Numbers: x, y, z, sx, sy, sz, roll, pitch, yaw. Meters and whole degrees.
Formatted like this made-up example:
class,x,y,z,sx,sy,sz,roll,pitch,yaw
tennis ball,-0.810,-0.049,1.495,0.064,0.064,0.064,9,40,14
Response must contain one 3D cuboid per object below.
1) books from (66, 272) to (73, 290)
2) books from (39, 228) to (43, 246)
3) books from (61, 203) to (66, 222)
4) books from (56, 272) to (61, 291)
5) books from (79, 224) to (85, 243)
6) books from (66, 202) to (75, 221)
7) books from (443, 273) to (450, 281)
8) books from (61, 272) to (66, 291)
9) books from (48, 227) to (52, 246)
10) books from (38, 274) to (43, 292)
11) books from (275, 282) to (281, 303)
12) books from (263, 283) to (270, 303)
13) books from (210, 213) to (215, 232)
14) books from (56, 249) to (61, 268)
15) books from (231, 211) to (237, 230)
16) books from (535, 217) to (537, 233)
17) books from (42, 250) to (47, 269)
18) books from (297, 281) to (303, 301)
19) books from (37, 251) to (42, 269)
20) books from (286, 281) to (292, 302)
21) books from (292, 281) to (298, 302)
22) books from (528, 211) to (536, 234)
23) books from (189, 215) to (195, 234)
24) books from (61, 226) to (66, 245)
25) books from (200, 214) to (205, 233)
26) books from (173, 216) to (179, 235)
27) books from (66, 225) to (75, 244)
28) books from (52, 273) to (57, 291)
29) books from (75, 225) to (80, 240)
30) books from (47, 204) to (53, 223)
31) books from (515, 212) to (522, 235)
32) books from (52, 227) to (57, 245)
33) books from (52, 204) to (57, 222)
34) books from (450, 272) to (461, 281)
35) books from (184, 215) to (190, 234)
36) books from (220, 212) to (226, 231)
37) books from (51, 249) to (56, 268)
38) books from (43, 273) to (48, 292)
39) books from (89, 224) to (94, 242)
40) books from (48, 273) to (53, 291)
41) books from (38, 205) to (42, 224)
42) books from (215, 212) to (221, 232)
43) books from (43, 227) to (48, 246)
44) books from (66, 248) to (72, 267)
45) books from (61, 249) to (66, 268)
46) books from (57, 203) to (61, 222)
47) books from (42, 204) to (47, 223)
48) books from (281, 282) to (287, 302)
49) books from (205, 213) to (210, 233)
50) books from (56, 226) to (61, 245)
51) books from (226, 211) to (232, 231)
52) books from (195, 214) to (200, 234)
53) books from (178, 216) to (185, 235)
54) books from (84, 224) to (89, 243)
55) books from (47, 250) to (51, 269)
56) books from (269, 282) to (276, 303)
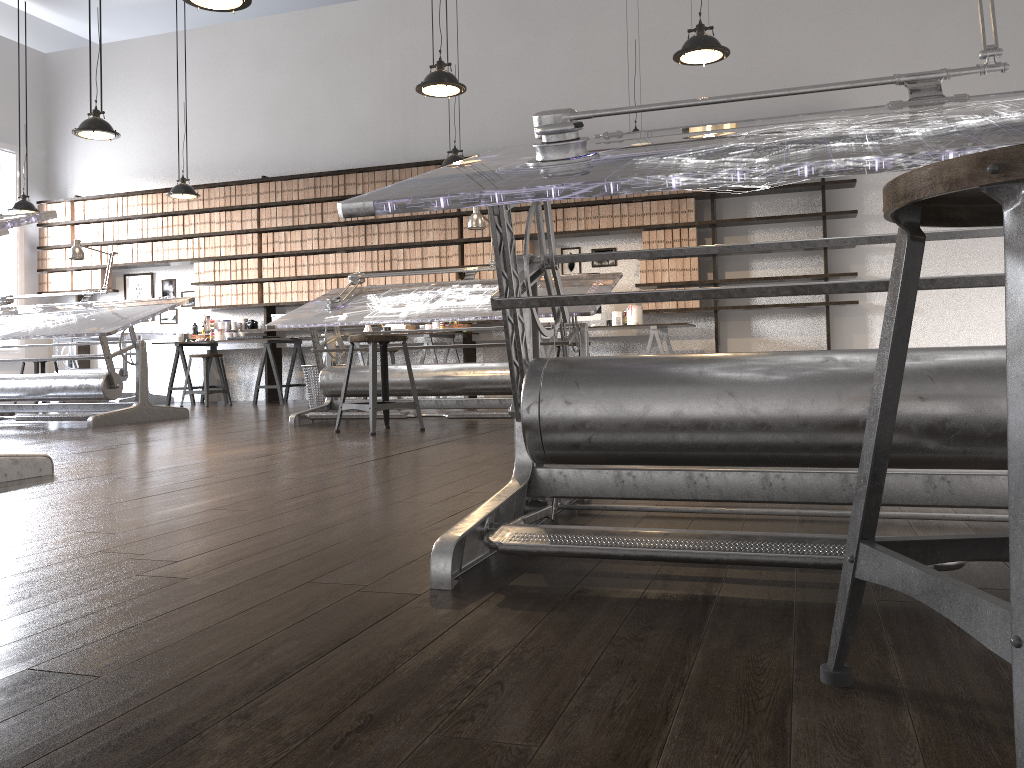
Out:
class,x,y,z,sx,sy,sz,roll,pitch,yaw
books,-5.219,-1.217,10.554,0.066,0.226,0.174,-2,-1,18
books,-5.621,-1.762,10.699,0.066,0.226,0.174,-2,-1,18
books,-5.301,-2.045,10.595,0.067,0.226,0.174,-2,-1,18
books,-5.358,-1.215,10.595,0.067,0.226,0.174,-2,-1,18
books,-5.035,-1.766,10.501,0.066,0.226,0.174,-2,-1,18
books,-5.232,-2.046,10.574,0.066,0.226,0.174,-2,-1,18
books,-0.644,-1.026,9.043,0.067,0.226,0.174,-2,-1,18
books,-5.289,-1.216,10.573,0.066,0.226,0.174,-2,-1,18
books,-5.486,-1.764,10.652,0.066,0.226,0.174,-2,-1,18
books,-5.620,-1.210,10.689,0.066,0.226,0.174,-2,-1,18
books,-2.505,-0.994,9.661,0.066,0.226,0.174,-2,-1,18
books,-2.642,-0.991,9.698,0.066,0.226,0.174,-2,-1,18
books,-3.303,-1.797,9.937,0.066,0.226,0.174,-2,-1,18
books,-5.365,-1.492,10.611,0.066,0.226,0.174,-2,-1,18
books,-3.041,-1.801,9.853,0.066,0.226,0.174,-2,-1,18
books,0.287,-1.590,8.754,0.066,0.226,0.174,-2,-1,18
books,-5.568,-1.489,10.677,0.066,0.226,0.174,-2,-1,18
books,-2.244,-0.998,9.573,0.066,0.226,0.174,-2,-1,18
books,-5.633,-1.487,10.692,0.067,0.226,0.174,-2,-1,18
books,-2.374,-0.996,9.612,0.067,0.226,0.174,-2,-1,18
books,-2.304,-0.997,9.591,0.066,0.226,0.174,-2,-1,18
books,0.220,-1.589,8.776,0.066,0.226,0.174,-2,-1,18
books,-3.566,-1.792,10.020,0.066,0.226,0.174,-2,-1,18
books,-5.298,-1.768,10.593,0.066,0.226,0.174,-2,-1,18
books,-3.430,-1.794,9.980,0.066,0.226,0.174,-2,-1,18
books,-3.774,-1.788,10.093,0.066,0.226,0.174,-2,-1,18
books,-5.230,-1.769,10.571,0.066,0.226,0.174,-2,-1,18
books,-5.416,-1.214,10.619,0.066,0.226,0.174,-2,-1,18
books,-5.103,-1.765,10.526,0.066,0.226,0.174,-2,-1,18
books,-5.500,-2.041,10.662,0.066,0.226,0.174,-2,-1,18
books,0.092,-1.587,8.816,0.066,0.226,0.174,-2,-1,18
books,-5.426,-1.765,10.634,0.066,0.226,0.174,-2,-1,18
books,-5.432,-2.043,10.644,0.066,0.226,0.174,-2,-1,18
books,-0.569,-1.027,9.021,0.066,0.226,0.174,-2,-1,18
books,-3.632,-1.791,10.047,0.066,0.226,0.174,-2,-1,18
books,-3.176,-1.799,9.891,0.067,0.226,0.174,-2,-1,18
books,-5.434,-1.491,10.628,0.066,0.226,0.174,-2,-1,18
books,-5.550,-1.211,10.660,0.067,0.226,0.174,-2,-1,18
books,-4.905,-1.769,10.462,0.066,0.226,0.174,-2,-1,18
books,-5.478,-1.213,10.642,0.066,0.226,0.174,-2,-1,18
books,-5.638,-2.039,10.704,0.067,0.226,0.174,-2,-1,18
books,-3.244,-1.797,9.916,0.066,0.226,0.174,-2,-1,18
books,-5.555,-1.763,10.673,0.067,0.226,0.174,-2,-1,18
books,-5.224,-1.495,10.564,0.066,0.226,0.174,-2,-1,18
books,-5.296,-1.493,10.582,0.067,0.226,0.174,-2,-1,18
books,-5.367,-2.044,10.621,0.066,0.226,0.174,-2,-1,18
books,-5.570,-2.040,10.682,0.066,0.226,0.174,-2,-1,18
books,-2.439,-0.995,9.637,0.066,0.226,0.174,-2,-1,18
books,-3.368,-1.795,9.953,0.067,0.226,0.174,-2,-1,18
books,-5.364,-1.766,10.609,0.067,0.226,0.174,-2,-1,18
books,-3.108,-1.800,9.873,0.066,0.226,0.174,-2,-1,18
books,-3.498,-1.793,10.002,0.066,0.226,0.174,-2,-1,18
books,-3.705,-1.789,10.065,0.067,0.226,0.174,-2,-1,18
books,-4.967,-1.767,10.478,0.067,0.226,0.174,-2,-1,18
books,-5.500,-1.490,10.654,0.066,0.226,0.174,-2,-1,18
books,-2.572,-0.992,9.679,0.066,0.226,0.174,-2,-1,18
